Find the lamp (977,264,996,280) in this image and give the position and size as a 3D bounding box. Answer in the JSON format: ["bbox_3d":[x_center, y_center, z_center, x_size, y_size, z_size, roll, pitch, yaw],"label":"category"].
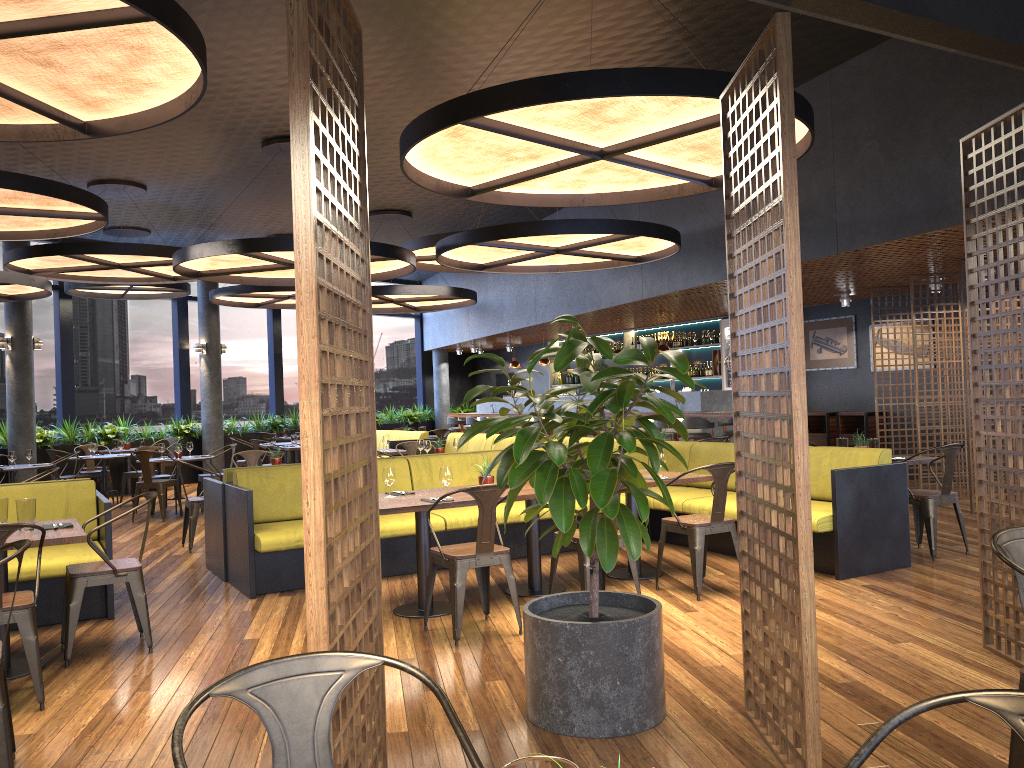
[{"bbox_3d":[5.377,-1.264,9.997,0.228,0.172,0.228,-2,-1,-30],"label":"lamp"}]

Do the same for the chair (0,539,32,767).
[{"bbox_3d":[-2.123,1.084,3.375,0.541,0.917,0.504,-2,-1,-29],"label":"chair"}]

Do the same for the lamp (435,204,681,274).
[{"bbox_3d":[0.494,-2.194,10.154,2.778,1.475,2.778,-2,-1,-26],"label":"lamp"}]

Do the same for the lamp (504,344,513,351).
[{"bbox_3d":[-0.067,-0.884,21.549,0.228,0.172,0.228,-2,-1,-30],"label":"lamp"}]

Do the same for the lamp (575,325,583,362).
[{"bbox_3d":[1.270,-0.752,16.411,0.250,0.673,0.250,-2,-1,3],"label":"lamp"}]

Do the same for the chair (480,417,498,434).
[{"bbox_3d":[-0.409,1.179,18.015,0.483,1.048,0.438,-3,-1,32],"label":"chair"}]

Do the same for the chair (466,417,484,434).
[{"bbox_3d":[-0.714,1.198,18.528,0.483,1.048,0.438,-3,-1,32],"label":"chair"}]

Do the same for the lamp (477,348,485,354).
[{"bbox_3d":[-0.812,-0.836,22.863,0.228,0.172,0.228,-2,-1,-30],"label":"lamp"}]

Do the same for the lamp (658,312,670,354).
[{"bbox_3d":[2.433,-0.827,14.356,0.250,0.673,0.250,-2,-1,3],"label":"lamp"}]

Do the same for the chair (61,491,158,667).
[{"bbox_3d":[-2.385,1.123,5.275,0.541,0.917,0.504,-2,-1,-29],"label":"chair"}]

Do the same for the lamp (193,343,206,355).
[{"bbox_3d":[-5.950,-0.671,16.827,0.215,0.215,0.189,-3,-1,28],"label":"lamp"}]

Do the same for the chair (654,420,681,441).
[{"bbox_3d":[2.327,1.001,13.070,0.438,1.048,0.483,-2,-1,-1],"label":"chair"}]

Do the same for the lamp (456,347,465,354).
[{"bbox_3d":[-1.318,-0.828,22.148,0.228,0.172,0.228,-2,-1,-30],"label":"lamp"}]

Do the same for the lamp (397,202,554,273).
[{"bbox_3d":[-0.238,-2.311,12.275,2.778,1.159,2.778,-2,-1,21],"label":"lamp"}]

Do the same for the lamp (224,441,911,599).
[{"bbox_3d":[2.308,0.095,8.170,9.057,2.714,3.017,-2,-1,-29],"label":"lamp"}]

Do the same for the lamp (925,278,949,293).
[{"bbox_3d":[5.343,-1.245,11.183,0.228,0.172,0.228,-2,-1,-30],"label":"lamp"}]

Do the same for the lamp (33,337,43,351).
[{"bbox_3d":[-7.721,-0.642,14.414,0.215,0.215,0.189,-3,-1,38],"label":"lamp"}]

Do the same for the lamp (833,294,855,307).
[{"bbox_3d":[4.775,-1.200,12.693,0.228,0.172,0.228,-2,-1,-30],"label":"lamp"}]

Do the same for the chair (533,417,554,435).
[{"bbox_3d":[0.639,1.112,16.162,0.483,1.048,0.438,-3,-1,32],"label":"chair"}]

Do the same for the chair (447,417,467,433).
[{"bbox_3d":[-1.157,1.226,19.222,0.483,1.048,0.438,-3,-1,32],"label":"chair"}]

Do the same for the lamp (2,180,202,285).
[{"bbox_3d":[-5.383,-2.121,12.135,2.778,1.159,2.778,-3,-1,38],"label":"lamp"}]

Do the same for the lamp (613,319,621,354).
[{"bbox_3d":[1.838,-0.788,15.407,0.250,0.673,0.250,-2,-1,3],"label":"lamp"}]

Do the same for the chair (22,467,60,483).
[{"bbox_3d":[-4.460,1.245,8.182,0.541,0.917,0.504,-2,-1,-29],"label":"chair"}]

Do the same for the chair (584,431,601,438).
[{"bbox_3d":[1.324,1.067,14.921,0.483,1.048,0.438,-2,-1,21],"label":"chair"}]

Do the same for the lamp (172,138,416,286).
[{"bbox_3d":[-2.559,-2.074,10.516,2.778,1.475,2.778,-2,-1,20],"label":"lamp"}]

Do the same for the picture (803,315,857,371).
[{"bbox_3d":[4.957,-0.628,13.907,0.028,0.809,1.039,-2,-1,-30],"label":"picture"}]

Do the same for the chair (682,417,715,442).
[{"bbox_3d":[2.626,0.982,12.563,0.438,1.048,0.483,-1,-1,-38],"label":"chair"}]

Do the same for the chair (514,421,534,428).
[{"bbox_3d":[0.184,1.137,16.730,0.438,1.048,0.483,-2,-1,-10],"label":"chair"}]

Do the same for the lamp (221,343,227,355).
[{"bbox_3d":[-5.658,-0.674,17.309,0.215,0.215,0.189,-3,-1,36],"label":"lamp"}]

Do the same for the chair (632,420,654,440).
[{"bbox_3d":[2.078,1.019,13.644,0.483,1.048,0.438,-3,-1,32],"label":"chair"}]

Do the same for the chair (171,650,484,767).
[{"bbox_3d":[-0.291,0.987,1.521,0.504,0.917,0.541,-2,-1,-29],"label":"chair"}]

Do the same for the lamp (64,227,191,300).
[{"bbox_3d":[-6.545,-2.092,15.123,1.979,1.093,1.979,-3,-1,24],"label":"lamp"}]

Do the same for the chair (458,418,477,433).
[{"bbox_3d":[-0.974,1.234,20.193,0.483,1.048,0.438,-2,-1,-1],"label":"chair"}]

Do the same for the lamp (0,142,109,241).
[{"bbox_3d":[-5.366,-2.179,8.405,2.778,1.159,2.778,-1,-1,-40],"label":"lamp"}]

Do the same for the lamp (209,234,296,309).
[{"bbox_3d":[-4.117,-2.104,16.305,2.778,1.159,2.778,-2,-1,6],"label":"lamp"}]

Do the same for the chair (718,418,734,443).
[{"bbox_3d":[3.242,0.964,12.869,0.483,1.048,0.438,-3,-1,32],"label":"chair"}]

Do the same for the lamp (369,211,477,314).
[{"bbox_3d":[-1.989,-2.033,14.583,2.778,1.475,2.778,-3,-1,25],"label":"lamp"}]

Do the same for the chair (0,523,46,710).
[{"bbox_3d":[-2.543,1.114,4.314,0.504,0.917,0.541,-2,-1,-29],"label":"chair"}]

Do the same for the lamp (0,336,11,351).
[{"bbox_3d":[-8.020,-0.638,13.931,0.215,0.215,0.189,-3,-1,23],"label":"lamp"}]

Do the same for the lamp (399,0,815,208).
[{"bbox_3d":[0.599,-2.259,6.143,2.778,1.475,2.778,-2,-1,-29],"label":"lamp"}]

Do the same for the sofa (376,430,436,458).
[{"bbox_3d":[-2.399,1.283,15.487,0.966,0.914,3.061,-2,-1,-30],"label":"sofa"}]

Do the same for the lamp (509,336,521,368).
[{"bbox_3d":[0.043,-0.673,18.577,0.250,0.673,0.250,-1,-1,-42],"label":"lamp"}]

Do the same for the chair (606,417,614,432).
[{"bbox_3d":[1.691,1.044,14.317,0.438,1.048,0.483,-2,-1,-15],"label":"chair"}]

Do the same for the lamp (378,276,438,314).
[{"bbox_3d":[-2.411,-2.179,19.485,1.979,1.093,1.979,-3,-1,24],"label":"lamp"}]

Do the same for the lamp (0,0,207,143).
[{"bbox_3d":[-2.942,-2.232,4.228,2.778,1.362,2.778,-3,-1,25],"label":"lamp"}]

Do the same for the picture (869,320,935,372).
[{"bbox_3d":[5.600,-0.546,12.777,0.028,0.697,1.039,-2,-1,-30],"label":"picture"}]

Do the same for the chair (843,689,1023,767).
[{"bbox_3d":[0.668,0.946,1.207,0.541,0.917,0.504,-2,-1,-29],"label":"chair"}]

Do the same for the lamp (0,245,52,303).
[{"bbox_3d":[-7.825,-1.930,12.035,2.778,1.362,2.778,-3,-1,29],"label":"lamp"}]

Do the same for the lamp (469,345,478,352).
[{"bbox_3d":[-0.922,-0.854,21.414,0.228,0.172,0.228,-2,-1,-30],"label":"lamp"}]

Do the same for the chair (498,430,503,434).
[{"bbox_3d":[-0.138,1.159,17.383,0.438,1.048,0.483,-2,-1,-1],"label":"chair"}]

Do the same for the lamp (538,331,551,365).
[{"bbox_3d":[0.630,-0.711,17.540,0.250,0.673,0.250,-2,-1,3],"label":"lamp"}]
